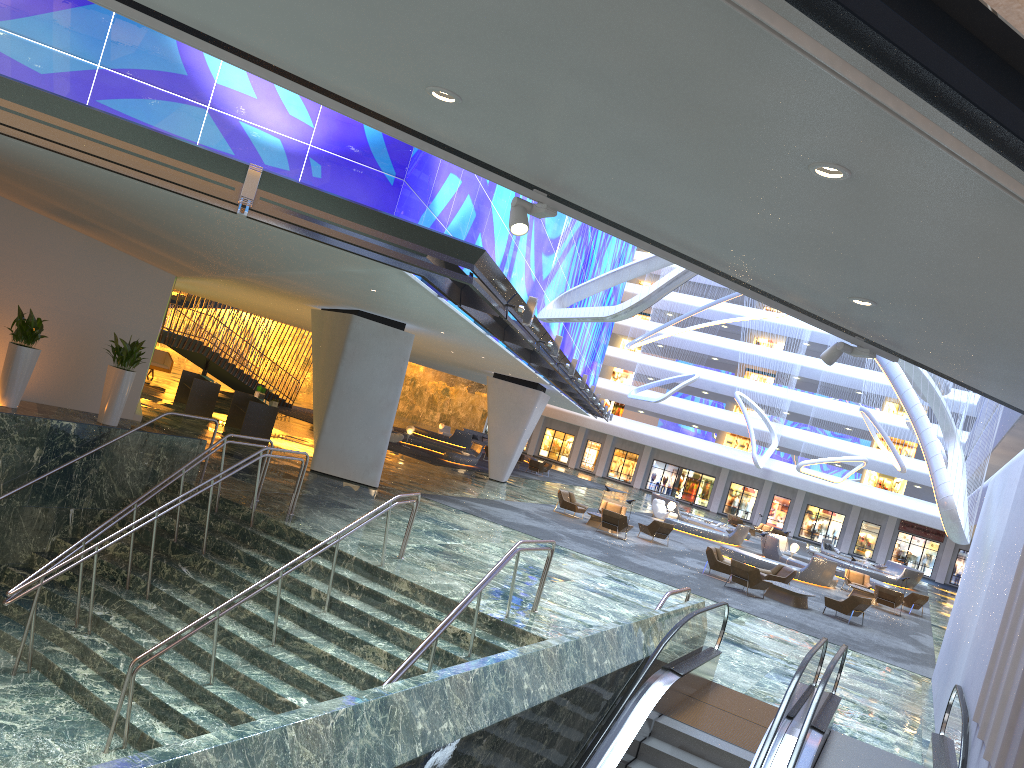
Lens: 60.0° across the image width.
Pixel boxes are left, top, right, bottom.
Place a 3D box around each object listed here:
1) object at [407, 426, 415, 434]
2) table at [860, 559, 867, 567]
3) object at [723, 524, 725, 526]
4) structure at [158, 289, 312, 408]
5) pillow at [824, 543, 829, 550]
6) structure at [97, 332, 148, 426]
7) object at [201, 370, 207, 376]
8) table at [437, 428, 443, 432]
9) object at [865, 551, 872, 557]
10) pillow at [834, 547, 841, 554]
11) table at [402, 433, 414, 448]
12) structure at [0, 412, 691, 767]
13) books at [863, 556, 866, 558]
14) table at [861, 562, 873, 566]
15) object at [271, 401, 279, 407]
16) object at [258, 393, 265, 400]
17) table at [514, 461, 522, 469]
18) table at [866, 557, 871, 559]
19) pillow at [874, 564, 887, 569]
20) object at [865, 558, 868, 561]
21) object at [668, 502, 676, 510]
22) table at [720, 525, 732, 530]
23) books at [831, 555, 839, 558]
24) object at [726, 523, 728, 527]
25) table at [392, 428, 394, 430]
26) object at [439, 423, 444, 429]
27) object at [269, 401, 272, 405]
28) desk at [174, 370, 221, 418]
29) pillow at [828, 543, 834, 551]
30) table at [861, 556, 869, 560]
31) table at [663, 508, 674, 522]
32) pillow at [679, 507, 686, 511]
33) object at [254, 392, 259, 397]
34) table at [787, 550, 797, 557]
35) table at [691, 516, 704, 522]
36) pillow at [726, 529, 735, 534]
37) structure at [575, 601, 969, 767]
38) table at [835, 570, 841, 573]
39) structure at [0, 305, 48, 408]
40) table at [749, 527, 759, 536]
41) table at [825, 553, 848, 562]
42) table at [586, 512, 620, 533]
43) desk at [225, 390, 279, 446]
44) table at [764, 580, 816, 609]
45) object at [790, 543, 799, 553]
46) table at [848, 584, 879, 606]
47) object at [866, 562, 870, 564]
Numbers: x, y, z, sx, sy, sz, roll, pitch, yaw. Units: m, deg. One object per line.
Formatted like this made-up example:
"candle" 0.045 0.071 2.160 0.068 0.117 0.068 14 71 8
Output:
"object" -4.591 2.072 40.100 0.316 0.387 0.368 16 -1 33
"table" 18.500 9.612 46.818 0.416 0.595 0.429 16 -1 22
"object" 10.569 7.029 44.147 0.071 0.118 0.152 16 -1 36
"structure" -15.242 -3.006 44.079 11.938 6.246 16.558 16 -2 26
"pillow" 18.269 9.407 51.274 0.294 0.369 0.773 16 -2 39
"structure" -8.713 -0.105 19.669 1.021 2.051 0.773 16 0 4
"object" -10.251 -0.369 29.539 0.159 0.181 0.158 17 -1 -19
"table" -4.708 3.164 56.940 0.416 0.595 0.429 16 -1 25
"object" 21.040 10.057 52.358 0.366 0.387 0.318 16 -1 8
"pillow" 18.744 9.621 51.387 0.687 0.280 0.871 17 -2 -27
"table" -4.721 2.544 40.049 0.426 0.595 0.419 16 -1 25
"structure" -6.693 4.220 5.260 9.270 8.398 19.815 16 -2 26
"books" 20.376 9.998 51.207 0.183 0.030 0.128 18 -3 -42
"table" 19.931 10.260 49.848 0.669 0.406 0.676 16 -2 22
"object" -6.542 0.552 24.426 0.150 0.149 0.148 17 -1 -30
"object" -7.377 0.370 26.098 0.151 0.145 0.149 17 -1 -31
"table" -0.060 4.359 49.015 1.205 0.392 1.202 17 -2 -9
"table" 20.862 10.515 52.328 0.418 0.595 0.428 16 -1 0
"pillow" 19.567 9.679 47.002 0.694 0.262 0.876 17 -2 -12
"object" 19.972 9.930 49.948 0.130 0.252 0.103 16 0 9
"object" 7.318 5.588 40.583 0.366 0.387 0.318 16 -1 8
"table" 10.669 7.327 44.039 0.675 0.406 0.670 17 -2 -12
"books" 16.924 9.032 46.489 0.393 0.039 0.303 15 -3 40
"object" 10.747 6.959 44.176 0.066 0.356 0.076 16 0 -7
"table" -6.281 2.379 44.887 0.669 0.406 0.675 16 -2 13
"object" -4.522 2.708 56.950 0.365 0.387 0.319 16 -1 33
"object" -6.664 0.545 24.641 0.111 0.108 0.107 17 -1 -30
"desk" -10.078 0.303 28.313 0.817 1.097 2.967 17 -2 -27
"pillow" 18.470 9.439 51.215 0.313 0.386 0.788 16 -2 41
"table" 20.309 10.303 51.200 0.419 0.595 0.426 17 -1 -20
"table" 7.140 6.046 40.553 0.418 0.595 0.428 16 -1 0
"pillow" 8.826 6.574 46.545 0.444 0.207 0.444 17 -2 -13
"object" -7.586 0.321 26.443 0.151 0.145 0.149 17 -1 -31
"table" 11.226 7.072 35.772 0.416 0.595 0.429 16 -1 25
"table" 9.265 6.929 44.437 0.674 0.406 0.670 18 -2 -45
"pillow" 9.827 6.521 38.861 0.689 0.262 0.881 15 -2 34
"structure" -0.939 5.788 2.862 3.005 8.237 19.911 16 -2 26
"table" 12.732 7.647 36.154 1.198 0.392 1.208 15 -2 26
"structure" -9.998 -0.543 18.003 0.773 2.051 1.022 16 -1 -3
"table" 13.465 8.406 51.050 1.208 0.392 1.198 17 -2 -28
"table" 16.958 9.265 46.483 1.198 0.392 1.208 15 -2 26
"table" 3.018 4.528 28.886 1.198 0.392 1.208 15 -2 26
"desk" -7.517 0.953 25.490 0.816 1.097 2.967 17 -2 -25
"table" 7.317 5.595 23.521 1.197 0.392 1.209 15 -3 44
"object" 11.413 6.615 35.782 0.365 0.387 0.319 16 -1 33
"table" 12.159 7.273 30.530 1.198 0.392 1.208 15 -2 26
"object" 19.988 10.050 49.968 0.380 0.038 0.382 16 -2 18
